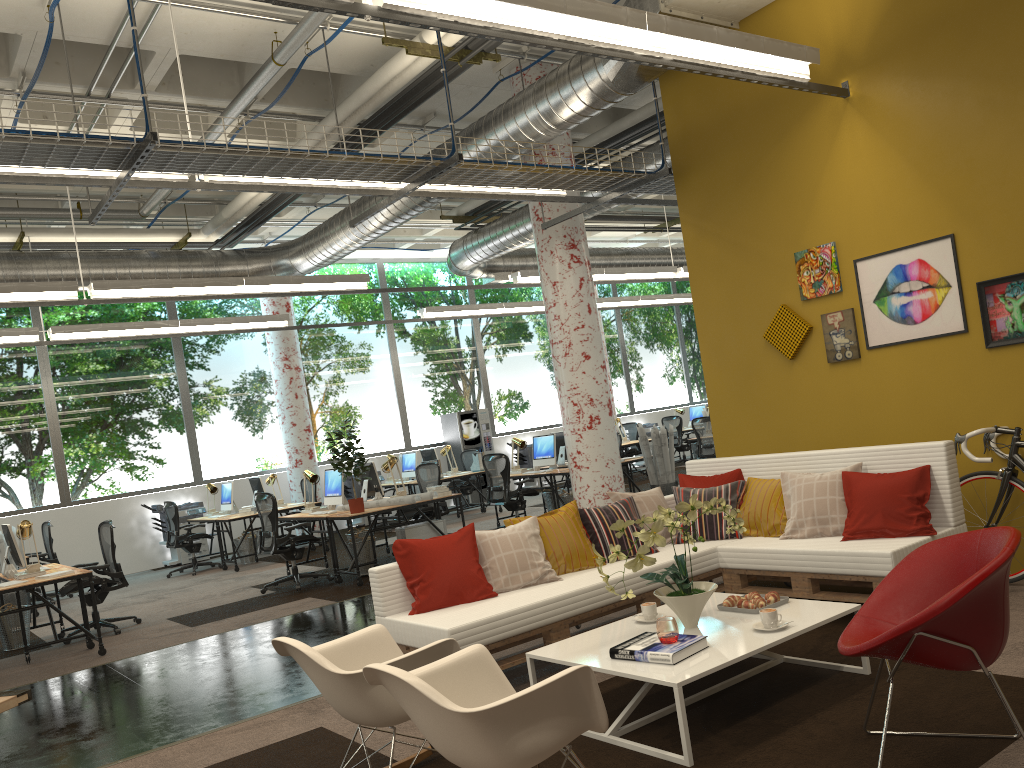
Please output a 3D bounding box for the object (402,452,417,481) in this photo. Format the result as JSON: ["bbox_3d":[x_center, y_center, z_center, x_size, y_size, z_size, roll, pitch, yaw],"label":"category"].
[{"bbox_3d":[-1.824,1.793,15.231,0.190,1.209,1.082,-9,-1,-36],"label":"object"}]

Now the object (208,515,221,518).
[{"bbox_3d":[-4.356,1.952,13.036,0.118,0.017,0.441,-7,-3,-36],"label":"object"}]

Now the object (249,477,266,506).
[{"bbox_3d":[-3.930,1.680,13.668,0.189,0.485,0.486,-9,-1,-36],"label":"object"}]

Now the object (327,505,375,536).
[{"bbox_3d":[-1.832,1.681,10.129,0.104,0.933,0.852,-9,0,-41],"label":"object"}]

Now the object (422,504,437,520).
[{"bbox_3d":[-1.370,2.095,14.753,0.352,0.435,0.360,-8,-1,-40],"label":"object"}]

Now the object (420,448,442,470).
[{"bbox_3d":[-1.439,1.381,15.511,0.189,0.485,0.486,-9,-1,-36],"label":"object"}]

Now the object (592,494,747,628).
[{"bbox_3d":[0.794,0.861,4.250,0.786,0.616,0.419,-8,-1,-24],"label":"object"}]

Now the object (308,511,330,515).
[{"bbox_3d":[-2.157,1.454,9.989,0.118,0.017,0.441,-7,-3,-36],"label":"object"}]

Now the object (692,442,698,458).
[{"bbox_3d":[4.157,1.497,19.982,0.119,0.403,0.236,-9,0,-36],"label":"object"}]

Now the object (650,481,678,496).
[{"bbox_3d":[1.963,1.455,11.282,0.353,0.398,0.353,-9,-1,9],"label":"object"}]

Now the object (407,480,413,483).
[{"bbox_3d":[-1.679,1.606,14.610,0.106,0.029,0.060,-7,-3,-35],"label":"object"}]

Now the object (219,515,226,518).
[{"bbox_3d":[-4.171,1.905,12.767,0.106,0.029,0.060,-7,-3,-35],"label":"object"}]

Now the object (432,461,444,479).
[{"bbox_3d":[-1.253,1.387,14.235,0.150,0.302,0.282,-9,-1,-36],"label":"object"}]

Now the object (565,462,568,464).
[{"bbox_3d":[0.772,1.152,12.905,0.106,0.029,0.060,-7,-3,-35],"label":"object"}]

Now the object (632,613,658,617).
[{"bbox_3d":[0.681,1.185,4.538,0.132,0.011,0.027,-9,-2,9],"label":"object"}]

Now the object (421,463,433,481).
[{"bbox_3d":[-1.371,1.401,14.147,0.150,0.302,0.282,-9,-1,-36],"label":"object"}]

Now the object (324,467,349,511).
[{"bbox_3d":[-2.000,1.199,10.098,0.189,0.485,0.486,-9,-1,-36],"label":"object"}]

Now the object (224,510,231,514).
[{"bbox_3d":[-4.327,1.871,13.454,0.101,0.209,0.101,-9,0,9],"label":"object"}]

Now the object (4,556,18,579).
[{"bbox_3d":[-4.565,1.662,8.055,0.101,0.209,0.101,-9,0,9],"label":"object"}]

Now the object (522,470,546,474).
[{"bbox_3d":[0.305,1.184,11.892,0.118,0.017,0.441,-7,-3,-36],"label":"object"}]

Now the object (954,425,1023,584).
[{"bbox_3d":[3.208,0.642,5.000,0.400,1.040,1.743,-9,-2,-30],"label":"object"}]

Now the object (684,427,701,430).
[{"bbox_3d":[3.905,0.961,19.146,0.118,0.017,0.441,-7,-3,-36],"label":"object"}]

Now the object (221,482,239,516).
[{"bbox_3d":[-4.199,1.697,13.145,0.189,0.485,0.486,-9,-1,-36],"label":"object"}]

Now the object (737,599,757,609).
[{"bbox_3d":[1.151,1.094,4.385,0.069,0.060,0.131,-8,-2,-14],"label":"object"}]

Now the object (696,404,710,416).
[{"bbox_3d":[4.331,0.689,19.778,0.189,0.485,0.486,-9,-1,-36],"label":"object"}]

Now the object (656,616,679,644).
[{"bbox_3d":[0.676,1.073,3.851,0.094,0.106,0.094,-9,-1,14],"label":"object"}]

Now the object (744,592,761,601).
[{"bbox_3d":[1.237,1.088,4.516,0.064,0.055,0.121,-8,-2,-14],"label":"object"}]

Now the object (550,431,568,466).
[{"bbox_3d":[0.731,0.912,12.523,0.189,0.485,0.486,-9,-1,-36],"label":"object"}]

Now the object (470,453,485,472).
[{"bbox_3d":[-0.565,1.304,14.744,0.150,0.302,0.282,-9,-1,-36],"label":"object"}]

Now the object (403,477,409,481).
[{"bbox_3d":[-1.836,1.572,15.297,0.101,0.209,0.101,-9,0,9],"label":"object"}]

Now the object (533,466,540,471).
[{"bbox_3d":[0.334,1.103,12.310,0.101,0.209,0.101,-9,0,9],"label":"object"}]

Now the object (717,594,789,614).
[{"bbox_3d":[1.212,1.105,4.452,0.266,0.026,0.268,-7,-3,-36],"label":"object"}]

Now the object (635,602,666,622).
[{"bbox_3d":[0.696,1.153,4.481,0.160,0.090,0.161,-8,-2,-12],"label":"object"}]

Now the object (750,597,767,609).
[{"bbox_3d":[1.225,1.083,4.384,0.064,0.055,0.121,-8,-2,-14],"label":"object"}]

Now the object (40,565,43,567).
[{"bbox_3d":[-4.694,1.802,8.743,0.106,0.029,0.060,-7,-3,-35],"label":"object"}]

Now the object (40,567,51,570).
[{"bbox_3d":[-4.507,1.768,8.474,0.118,0.017,0.441,-7,-3,-36],"label":"object"}]

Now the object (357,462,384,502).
[{"bbox_3d":[-1.732,1.182,10.621,0.189,0.485,0.486,-9,-1,-36],"label":"object"}]

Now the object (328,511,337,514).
[{"bbox_3d":[-1.972,1.407,9.720,0.106,0.029,0.060,-7,-3,-35],"label":"object"}]

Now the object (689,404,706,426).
[{"bbox_3d":[4.062,0.706,19.255,0.189,0.485,0.486,-9,-1,-36],"label":"object"}]

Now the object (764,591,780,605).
[{"bbox_3d":[1.307,1.072,4.443,0.072,0.062,0.136,-9,-2,11],"label":"object"}]

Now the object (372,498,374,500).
[{"bbox_3d":[-1.691,1.422,11.002,0.106,0.029,0.060,-7,-3,-35],"label":"object"}]

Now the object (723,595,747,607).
[{"bbox_3d":[1.121,1.102,4.486,0.134,0.061,0.072,-8,-1,-16],"label":"object"}]

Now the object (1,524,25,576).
[{"bbox_3d":[-4.735,1.562,8.362,0.189,0.485,0.486,-9,-1,-36],"label":"object"}]

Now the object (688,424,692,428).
[{"bbox_3d":[3.934,0.880,19.564,0.101,0.209,0.101,-9,0,9],"label":"object"}]

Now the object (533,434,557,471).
[{"bbox_3d":[0.462,0.929,12.000,0.189,0.485,0.486,-9,-1,-36],"label":"object"}]

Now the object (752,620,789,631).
[{"bbox_3d":[1.165,1.094,3.991,0.161,0.020,0.160,-10,-3,18],"label":"object"}]

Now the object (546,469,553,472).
[{"bbox_3d":[0.490,1.137,11.622,0.106,0.029,0.060,-7,-3,-35],"label":"object"}]

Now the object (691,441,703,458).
[{"bbox_3d":[4.221,1.476,20.024,0.352,0.435,0.360,-8,-1,-40],"label":"object"}]

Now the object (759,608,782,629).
[{"bbox_3d":[1.163,1.056,3.992,0.086,0.085,0.079,-9,-1,-8],"label":"object"}]

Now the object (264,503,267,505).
[{"bbox_3d":[-3.760,1.779,13.360,0.101,0.209,0.101,-9,0,9],"label":"object"}]

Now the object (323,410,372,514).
[{"bbox_3d":[-1.719,0.819,9.263,0.516,1.078,0.437,-9,0,44],"label":"object"}]

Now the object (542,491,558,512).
[{"bbox_3d":[0.557,1.720,12.727,0.119,0.403,0.236,-9,0,-36],"label":"object"}]

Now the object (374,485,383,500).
[{"bbox_3d":[-1.561,1.281,10.313,0.101,0.209,0.101,-9,0,9],"label":"object"}]

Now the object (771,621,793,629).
[{"bbox_3d":[1.207,1.077,3.950,0.132,0.011,0.028,-8,-2,-19],"label":"object"}]

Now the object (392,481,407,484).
[{"bbox_3d":[-1.864,1.653,14.879,0.118,0.017,0.441,-7,-3,-36],"label":"object"}]
